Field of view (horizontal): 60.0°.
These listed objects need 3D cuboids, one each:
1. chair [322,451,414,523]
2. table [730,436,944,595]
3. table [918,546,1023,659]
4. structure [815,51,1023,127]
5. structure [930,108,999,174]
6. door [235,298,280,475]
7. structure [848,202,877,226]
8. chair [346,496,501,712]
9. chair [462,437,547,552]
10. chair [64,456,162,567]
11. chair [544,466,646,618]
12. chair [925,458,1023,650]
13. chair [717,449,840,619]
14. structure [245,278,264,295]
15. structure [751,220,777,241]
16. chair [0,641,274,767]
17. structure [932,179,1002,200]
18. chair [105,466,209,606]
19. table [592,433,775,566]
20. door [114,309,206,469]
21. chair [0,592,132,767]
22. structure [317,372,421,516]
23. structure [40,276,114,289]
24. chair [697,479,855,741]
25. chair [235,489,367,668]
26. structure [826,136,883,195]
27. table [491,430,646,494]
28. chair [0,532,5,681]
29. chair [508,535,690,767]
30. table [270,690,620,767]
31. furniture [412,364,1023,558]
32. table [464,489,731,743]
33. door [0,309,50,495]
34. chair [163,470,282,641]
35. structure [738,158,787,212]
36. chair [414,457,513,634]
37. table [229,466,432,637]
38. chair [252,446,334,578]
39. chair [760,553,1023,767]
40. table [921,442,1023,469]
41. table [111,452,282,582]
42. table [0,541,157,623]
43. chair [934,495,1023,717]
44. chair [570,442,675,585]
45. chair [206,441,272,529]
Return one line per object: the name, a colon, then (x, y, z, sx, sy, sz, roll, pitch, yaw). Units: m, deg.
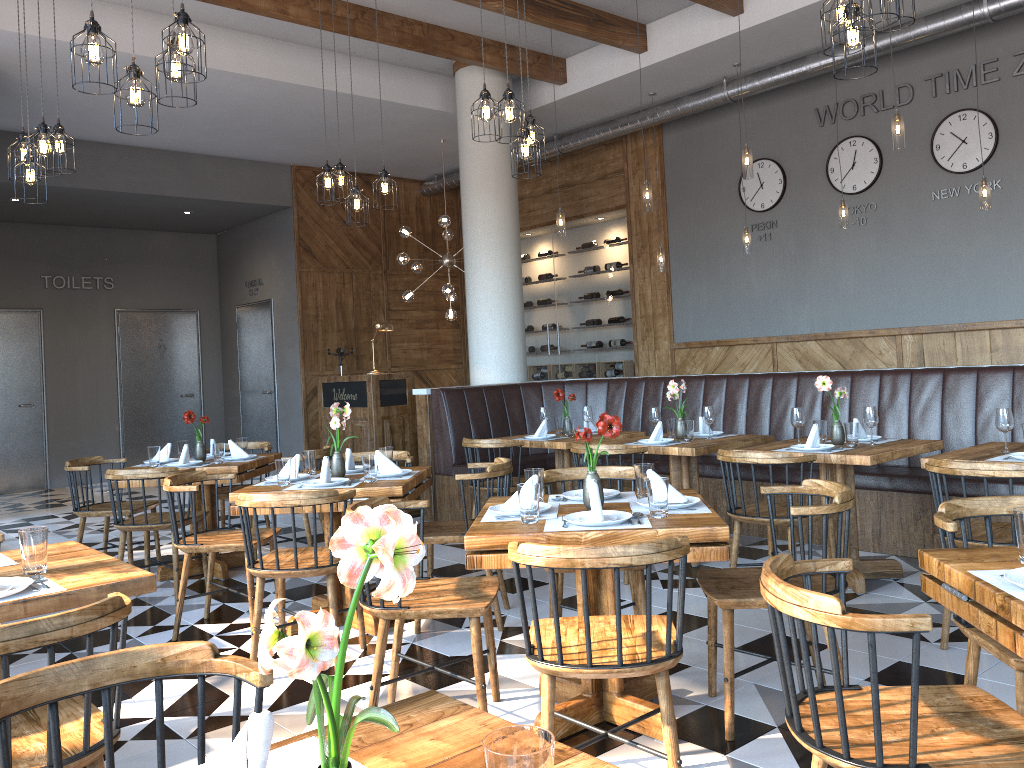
chair: (-0.844, 0.836, 5.300, 0.519, 0.818, 0.549, -3, -1, 4)
table: (1.861, 0.729, 5.039, 0.851, 0.764, 0.849, -3, 0, -41)
table: (1.491, 0.810, 1.895, 0.864, 0.764, 0.864, -3, 0, 4)
structure: (3.917, -2.672, 7.804, 0.033, 0.199, 2.725, -2, 0, -41)
structure: (3.960, -2.126, 7.765, 0.046, 0.561, 0.560, -2, -1, -41)
door: (-3.588, 0.046, 12.428, 0.114, 2.396, 1.205, -2, -1, -41)
structure: (3.337, -1.621, 8.526, 0.021, 0.200, 0.368, -2, 0, -41)
chair: (-0.323, 0.849, 3.297, 0.549, 0.818, 0.519, -3, -1, 4)
chair: (-0.052, 0.776, 6.290, 0.550, 0.818, 0.519, -2, -1, -41)
chair: (-2.767, 0.919, 6.135, 0.549, 0.818, 0.519, -3, -1, 4)
chair: (0.368, 0.802, 3.892, 0.519, 0.818, 0.549, -3, -1, 4)
chair: (2.102, 0.714, 3.788, 0.550, 0.818, 0.519, -2, -1, -41)
chair: (1.384, 0.735, 4.622, 0.550, 0.818, 0.519, -2, -1, -41)
structure: (-3.619, -1.359, 12.438, 0.025, 0.197, 0.564, -2, 0, -41)
structure: (2.655, -1.601, 9.318, 0.021, 0.197, 0.305, -2, 0, -41)
chair: (-0.594, 0.901, 1.395, 0.520, 0.818, 0.549, -2, -1, -41)
structure: (3.987, -1.700, 7.769, 0.021, 0.080, 0.582, -2, 0, -41)
chair: (-2.173, 0.902, 5.445, 0.519, 0.818, 0.549, -3, -1, 4)
table: (1.150, 0.749, 5.864, 0.851, 0.764, 0.849, -3, 0, -41)
door: (-5.032, 0.115, 12.744, 1.207, 2.396, 0.114, -2, -1, -41)
chair: (-1.179, 0.918, 2.073, 0.520, 0.818, 0.549, -2, -1, -41)
structure: (-1.316, 0.557, 8.431, 0.646, 1.301, 1.044, -2, -1, -41)
structure: (-5.923, -1.382, 12.091, 0.916, 0.166, 0.035, -4, 0, -41)
chair: (0.961, 0.785, 3.202, 0.549, 0.818, 0.519, -3, -1, 4)
chair: (-0.941, 0.867, 4.014, 0.519, 0.818, 0.549, -3, -1, 4)
structure: (3.294, -2.107, 8.539, 0.046, 0.561, 0.560, -2, -1, -41)
table: (0.431, 0.770, 6.699, 0.851, 0.764, 0.849, -3, 0, -41)
chair: (-2.029, 0.942, 3.061, 0.520, 0.818, 0.549, -2, -1, -41)
chair: (0.271, 0.832, 2.607, 0.519, 0.818, 0.549, -3, -1, 4)
table: (-0.161, 0.915, 0.903, 0.851, 0.764, 0.849, -3, 0, -41)
furniture: (2.023, 0.509, 5.934, 1.919, 1.151, 6.579, -3, 1, -41)
table: (0.318, 0.844, 3.257, 0.864, 0.764, 0.864, -3, 0, 4)
door: (-6.631, 0.224, 11.363, 1.207, 2.396, 0.114, -2, -1, -41)
chair: (-1.535, 0.884, 4.704, 0.549, 0.818, 0.519, -3, -1, 4)
structure: (2.628, -2.088, 9.312, 0.046, 0.561, 0.560, -2, -1, -41)
chair: (-0.251, 0.819, 4.610, 0.549, 0.818, 0.519, -3, -1, 4)
table: (-0.894, 0.878, 4.665, 0.864, 0.764, 0.864, -3, 0, 4)
chair: (-1.483, 0.855, 6.041, 0.549, 0.818, 0.519, -3, -1, 4)
chair: (0.850, 0.816, 1.935, 0.549, 0.818, 0.519, -3, -1, 4)
table: (2.580, 0.708, 4.204, 0.851, 0.764, 0.849, -3, 0, -41)
table: (-2.119, 0.913, 6.087, 0.864, 0.764, 0.864, -3, 0, 4)
table: (-1.595, 0.956, 2.569, 0.851, 0.764, 0.849, -3, 0, -41)
chair: (1.540, 0.768, 2.530, 0.519, 0.818, 0.549, -3, -1, 4)
chair: (0.666, 0.755, 5.456, 0.550, 0.818, 0.519, -2, -1, -41)
chair: (-2.098, 0.873, 6.741, 0.519, 0.818, 0.549, -3, -1, 4)
